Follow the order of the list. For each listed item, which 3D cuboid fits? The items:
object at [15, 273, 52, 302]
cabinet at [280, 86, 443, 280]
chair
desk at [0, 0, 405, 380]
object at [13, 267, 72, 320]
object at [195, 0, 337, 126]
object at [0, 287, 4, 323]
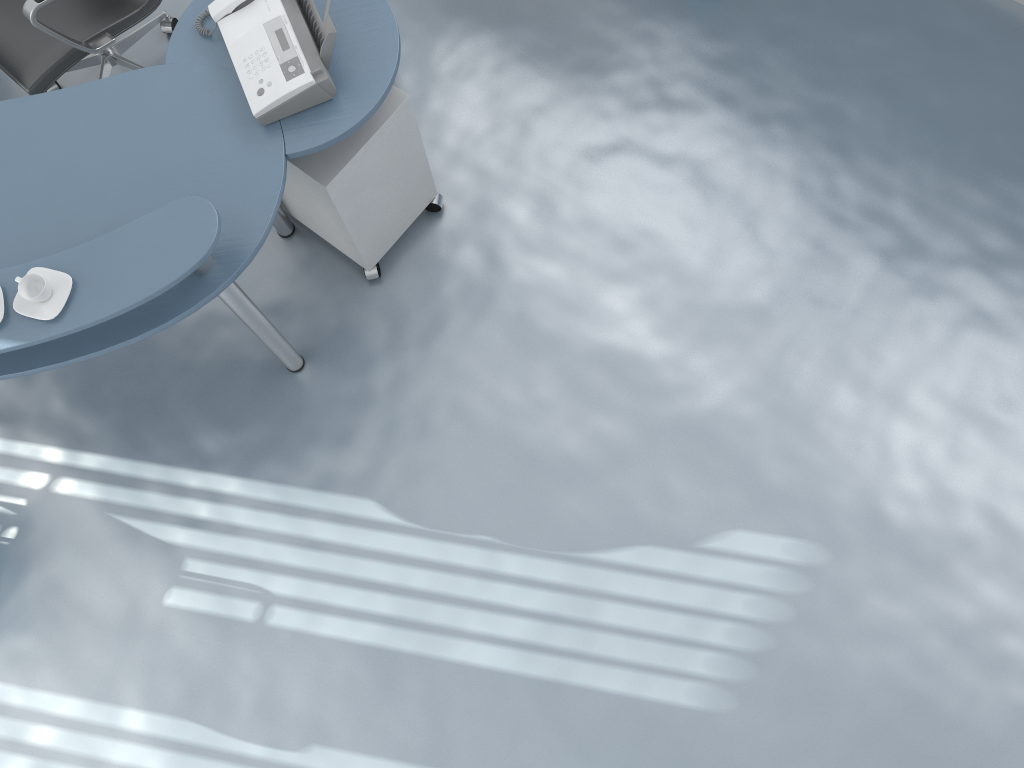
[{"bbox_3d":[-1.050,-0.213,1.959,0.062,0.049,0.078,-31,73,-6],"label":"object"},{"bbox_3d":[-0.568,-0.715,2.745,0.559,0.605,0.383,37,78,14],"label":"cabinet"},{"bbox_3d":[-1.452,-1.295,2.806,0.584,0.948,0.652,40,79,14],"label":"chair"},{"bbox_3d":[-1.475,-0.563,2.603,2.282,0.900,1.402,11,74,7],"label":"desk"},{"bbox_3d":[-1.044,-0.200,1.980,0.119,0.016,0.119,14,74,8],"label":"object"},{"bbox_3d":[-0.600,-0.921,2.185,0.399,0.280,0.405,-23,72,-3],"label":"object"},{"bbox_3d":[-1.190,-0.167,1.979,0.119,0.016,0.119,-16,72,-1],"label":"object"}]
